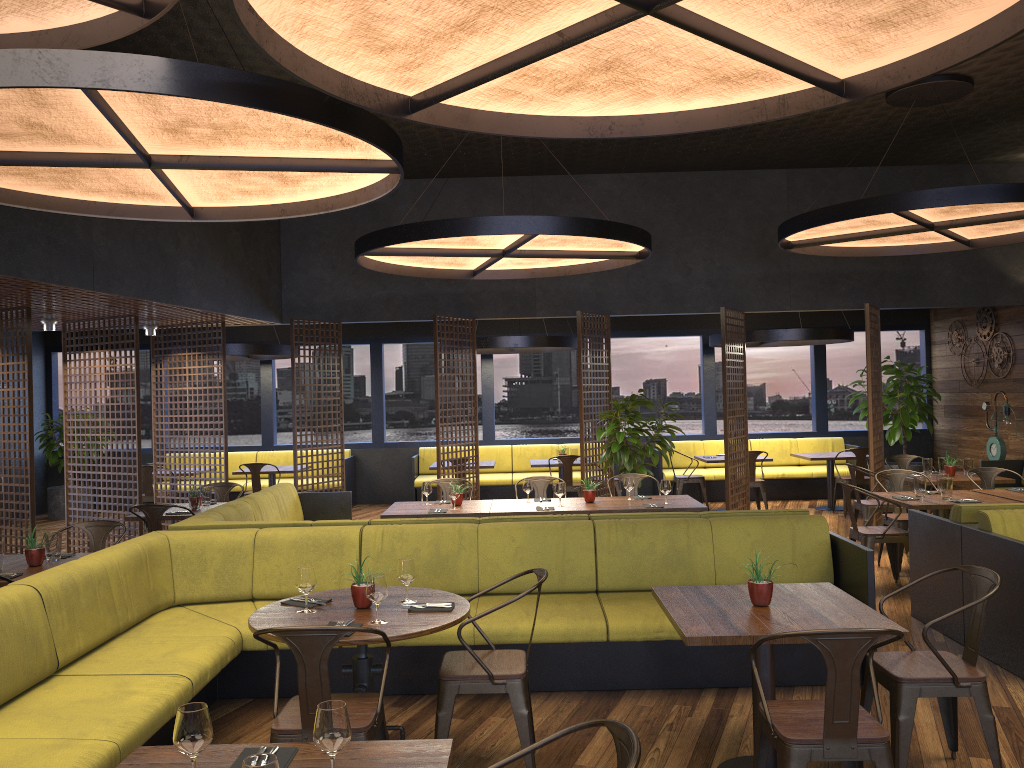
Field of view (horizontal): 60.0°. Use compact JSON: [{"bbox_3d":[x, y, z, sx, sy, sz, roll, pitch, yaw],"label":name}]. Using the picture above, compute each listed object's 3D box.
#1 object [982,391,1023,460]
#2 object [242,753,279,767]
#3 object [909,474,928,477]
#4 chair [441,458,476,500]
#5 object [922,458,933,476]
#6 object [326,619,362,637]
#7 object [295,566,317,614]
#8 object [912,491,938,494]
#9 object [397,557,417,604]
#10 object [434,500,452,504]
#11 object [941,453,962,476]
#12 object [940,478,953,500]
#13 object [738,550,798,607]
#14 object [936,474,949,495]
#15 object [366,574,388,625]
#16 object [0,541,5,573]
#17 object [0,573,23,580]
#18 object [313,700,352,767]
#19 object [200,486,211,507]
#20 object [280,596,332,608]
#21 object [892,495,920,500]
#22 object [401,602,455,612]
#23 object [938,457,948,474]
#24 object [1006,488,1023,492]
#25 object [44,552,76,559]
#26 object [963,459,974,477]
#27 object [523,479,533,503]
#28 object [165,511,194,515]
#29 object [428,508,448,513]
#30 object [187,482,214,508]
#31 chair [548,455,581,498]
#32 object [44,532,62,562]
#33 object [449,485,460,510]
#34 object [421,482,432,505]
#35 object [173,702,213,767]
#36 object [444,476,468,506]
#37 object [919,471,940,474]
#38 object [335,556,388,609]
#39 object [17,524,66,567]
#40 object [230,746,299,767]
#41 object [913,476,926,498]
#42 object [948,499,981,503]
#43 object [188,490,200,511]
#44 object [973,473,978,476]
[{"bbox_3d":[6.384,0.898,11.536,0.459,1.615,0.848,-1,-1,0],"label":"object"},{"bbox_3d":[-0.544,0.918,1.923,0.097,0.206,0.097,-1,-1,-8],"label":"object"},{"bbox_3d":[4.245,0.963,9.345,0.157,0.019,0.255,-1,-1,0],"label":"object"},{"bbox_3d":[-0.685,1.426,11.866,0.504,0.917,0.541,-1,-1,1],"label":"chair"},{"bbox_3d":[4.402,0.880,9.395,0.102,0.178,0.102,-1,-1,-14],"label":"object"},{"bbox_3d":[-0.732,1.035,3.777,0.157,0.019,0.255,-2,-1,7],"label":"object"},{"bbox_3d":[-0.952,0.950,4.100,0.097,0.206,0.097,-2,-1,42],"label":"object"},{"bbox_3d":[3.691,0.962,7.893,0.157,0.019,0.255,-1,-1,0],"label":"object"},{"bbox_3d":[-0.504,0.940,4.250,0.097,0.206,0.097,-2,-1,39],"label":"object"},{"bbox_3d":[-0.629,1.076,8.086,0.157,0.019,0.255,-1,-1,1],"label":"object"},{"bbox_3d":[4.575,0.828,9.278,0.238,0.271,0.260,-2,-1,22],"label":"object"},{"bbox_3d":[3.642,0.879,7.431,0.102,0.178,0.102,-2,-1,36],"label":"object"},{"bbox_3d":[1.124,0.861,3.993,0.260,0.271,0.238,-2,-1,36],"label":"object"},{"bbox_3d":[3.775,0.879,7.770,0.102,0.178,0.102,-1,-1,-14],"label":"object"},{"bbox_3d":[-0.589,0.939,3.875,0.097,0.206,0.097,-2,-1,25],"label":"object"},{"bbox_3d":[-3.055,1.025,5.238,0.102,0.178,0.102,-1,-1,-14],"label":"object"},{"bbox_3d":[-2.968,1.101,5.092,0.255,0.019,0.157,-1,-1,0],"label":"object"},{"bbox_3d":[-0.456,0.919,2.254,0.097,0.206,0.097,-1,-1,1],"label":"object"},{"bbox_3d":[-2.859,1.051,8.279,0.102,0.178,0.102,-2,-1,16],"label":"object"},{"bbox_3d":[-0.974,1.046,4.272,0.255,0.019,0.157,-2,-1,33],"label":"object"},{"bbox_3d":[3.351,0.967,7.571,0.157,0.019,0.255,-1,-1,0],"label":"object"},{"bbox_3d":[-0.394,1.030,4.111,0.255,0.019,0.157,-1,-1,3],"label":"object"},{"bbox_3d":[4.607,0.875,9.471,0.102,0.178,0.102,-2,-1,36],"label":"object"},{"bbox_3d":[4.531,0.941,7.886,0.157,0.019,0.255,-1,-1,0],"label":"object"},{"bbox_3d":[-2.930,1.107,5.730,0.255,0.019,0.157,-1,-1,0],"label":"object"},{"bbox_3d":[4.743,0.869,9.214,0.102,0.178,0.102,-2,-1,36],"label":"object"},{"bbox_3d":[0.143,0.961,7.967,0.097,0.206,0.097,-1,-1,-44],"label":"object"},{"bbox_3d":[-2.945,1.128,7.800,0.255,0.019,0.157,-1,-1,0],"label":"object"},{"bbox_3d":[-0.627,1.070,7.520,0.157,0.019,0.255,-1,-1,1],"label":"object"},{"bbox_3d":[-2.893,1.004,8.106,0.260,0.271,0.238,-1,-1,2],"label":"object"},{"bbox_3d":[0.745,1.389,11.854,0.504,0.917,0.541,-1,-1,1],"label":"chair"},{"bbox_3d":[-2.882,1.024,5.572,0.102,0.178,0.102,-1,-1,-14],"label":"object"},{"bbox_3d":[-0.496,0.974,7.633,0.097,0.206,0.097,-1,-1,-44],"label":"object"},{"bbox_3d":[-0.765,0.984,7.974,0.097,0.206,0.097,-1,-1,-44],"label":"object"},{"bbox_3d":[-0.814,0.928,2.264,0.097,0.206,0.097,-1,-1,-8],"label":"object"},{"bbox_3d":[-0.500,0.941,7.849,0.238,0.271,0.260,-2,-1,22],"label":"object"},{"bbox_3d":[4.559,0.958,9.629,0.255,0.019,0.157,-1,-1,0],"label":"object"},{"bbox_3d":[-0.710,0.909,4.149,0.238,0.271,0.260,-2,-1,22],"label":"object"},{"bbox_3d":[-2.916,0.977,5.429,0.260,0.271,0.238,-1,-1,2],"label":"object"},{"bbox_3d":[-0.678,1.020,2.376,0.157,0.019,0.255,-1,-1,1],"label":"object"},{"bbox_3d":[3.508,0.884,7.622,0.102,0.178,0.102,-1,-1,-14],"label":"object"},{"bbox_3d":[3.694,0.956,7.272,0.255,0.019,0.157,-1,-1,0],"label":"object"},{"bbox_3d":[-2.852,1.048,7.958,0.102,0.178,0.102,-2,-1,6],"label":"object"},{"bbox_3d":[4.904,0.945,9.263,0.157,0.019,0.255,-1,-1,0],"label":"object"}]
